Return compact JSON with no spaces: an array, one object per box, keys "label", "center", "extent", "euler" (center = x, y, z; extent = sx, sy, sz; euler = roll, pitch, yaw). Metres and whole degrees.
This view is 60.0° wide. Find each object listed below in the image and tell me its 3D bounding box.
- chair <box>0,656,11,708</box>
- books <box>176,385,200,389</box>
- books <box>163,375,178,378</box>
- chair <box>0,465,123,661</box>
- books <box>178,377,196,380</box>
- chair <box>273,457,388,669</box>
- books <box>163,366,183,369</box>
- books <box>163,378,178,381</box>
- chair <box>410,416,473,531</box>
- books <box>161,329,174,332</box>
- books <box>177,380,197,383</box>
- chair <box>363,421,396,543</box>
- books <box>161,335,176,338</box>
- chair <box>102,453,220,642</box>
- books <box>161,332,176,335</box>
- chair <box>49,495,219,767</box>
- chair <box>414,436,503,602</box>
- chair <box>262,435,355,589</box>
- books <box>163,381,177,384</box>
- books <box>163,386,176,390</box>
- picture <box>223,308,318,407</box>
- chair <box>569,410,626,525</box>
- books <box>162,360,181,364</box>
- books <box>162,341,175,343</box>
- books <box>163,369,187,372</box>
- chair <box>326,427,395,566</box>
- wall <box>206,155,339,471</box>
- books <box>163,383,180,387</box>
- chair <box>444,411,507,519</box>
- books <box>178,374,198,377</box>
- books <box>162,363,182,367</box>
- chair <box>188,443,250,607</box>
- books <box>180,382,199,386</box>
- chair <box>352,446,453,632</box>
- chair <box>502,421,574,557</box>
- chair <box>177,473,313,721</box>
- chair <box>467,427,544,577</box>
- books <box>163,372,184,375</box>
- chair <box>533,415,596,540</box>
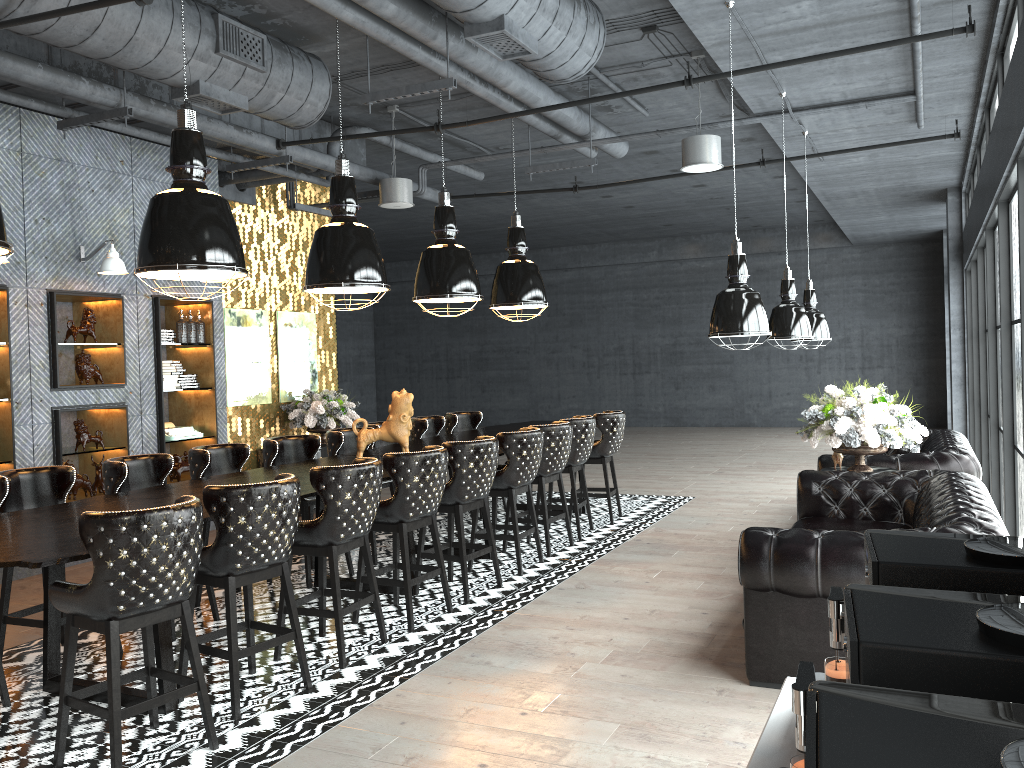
[{"label":"chair","center":[-2.868,1.060,4.327],"extent":[0.568,1.092,0.504],"euler":[-1,1,34]},{"label":"books","center":[-3.300,0.031,8.900],"extent":[0.193,0.028,0.245],"euler":[-1,2,26]},{"label":"books","center":[-3.408,-0.071,8.609],"extent":[0.245,0.028,0.193],"euler":[-1,2,23]},{"label":"chair","center":[-2.644,1.035,5.043],"extent":[0.568,1.092,0.504],"euler":[-1,1,22]},{"label":"books","center":[-3.330,-0.052,8.889],"extent":[0.193,0.028,0.245],"euler":[-1,2,31]},{"label":"chair","center":[-1.002,0.983,5.026],"extent":[0.568,1.092,0.504],"euler":[-1,1,22]},{"label":"books","center":[-3.381,-0.160,8.749],"extent":[0.193,0.028,0.245],"euler":[-2,1,-5]},{"label":"books","center":[-3.408,-0.043,8.610],"extent":[0.245,0.028,0.193],"euler":[-1,2,20]},{"label":"chair","center":[-0.733,0.876,8.871],"extent":[0.568,1.092,0.504],"euler":[-2,1,18]},{"label":"books","center":[-3.453,-0.515,8.628],"extent":[0.193,0.028,0.245],"euler":[-1,2,28]},{"label":"books","center":[-3.319,-0.024,8.886],"extent":[0.193,0.028,0.245],"euler":[-1,2,27]},{"label":"chair","center":[-1.080,0.903,8.243],"extent":[0.568,1.092,0.504],"euler":[-1,1,27]},{"label":"books","center":[-3.438,-0.459,8.634],"extent":[0.193,0.028,0.245],"euler":[-1,2,27]},{"label":"chair","center":[-2.267,1.008,5.623],"extent":[0.568,1.092,0.504],"euler":[-2,1,16]},{"label":"books","center":[-3.443,-0.487,8.647],"extent":[0.193,0.028,0.245],"euler":[-1,2,25]},{"label":"chair","center":[-1.565,1.035,3.699],"extent":[0.568,1.092,0.504],"euler":[-1,1,35]},{"label":"chair","center":[-0.361,0.930,6.288],"extent":[0.568,1.092,0.504],"euler":[-1,1,30]},{"label":"chair","center":[-1.618,0.956,6.847],"extent":[0.568,1.092,0.504],"euler":[-1,1,34]},{"label":"books","center":[-3.415,-0.014,8.614],"extent":[0.245,0.028,0.193],"euler":[-1,2,27]},{"label":"books","center":[-3.425,0.042,8.631],"extent":[0.245,0.028,0.193],"euler":[-1,2,40]},{"label":"picture","center":[-2.763,-0.315,10.300],"extent":[0.022,1.073,1.574],"euler":[-1,1,25]},{"label":"chair","center":[0.868,0.824,8.879],"extent":[0.568,1.092,0.504],"euler":[-2,1,18]},{"label":"books","center":[-3.395,-0.215,8.720],"extent":[0.193,0.028,0.245],"euler":[-2,1,-4]},{"label":"books","center":[-3.445,-0.402,8.638],"extent":[0.193,0.028,0.245],"euler":[-1,2,30]},{"label":"books","center":[-3.345,-0.132,8.723],"extent":[0.193,0.028,0.245],"euler":[-2,1,1]},{"label":"chair","center":[-1.274,0.927,7.526],"extent":[0.568,1.092,0.504],"euler":[-1,1,27]},{"label":"wall","center":[-2.791,-0.705,10.324],"extent":[0.024,4.382,2.445],"euler":[-1,1,25]},{"label":"books","center":[-3.372,0.012,8.627],"extent":[0.193,0.028,0.245],"euler":[-3,2,-44]},{"label":"chair","center":[-0.431,0.849,9.524],"extent":[0.568,1.092,0.504],"euler":[-1,1,34]},{"label":"books","center":[-3.322,-0.081,8.907],"extent":[0.193,0.028,0.245],"euler":[-1,2,24]},{"label":"books","center":[-3.389,-0.187,8.718],"extent":[0.193,0.028,0.245],"euler":[-2,1,5]},{"label":"chair","center":[-1.966,0.982,6.260],"extent":[0.568,1.092,0.504],"euler":[-1,1,20]},{"label":"books","center":[-3.302,0.003,8.899],"extent":[0.193,0.028,0.245],"euler":[-1,2,38]},{"label":"chair","center":[-0.675,0.956,5.649],"extent":[0.568,1.092,0.504],"euler":[-1,1,28]},{"label":"chair","center":[0.250,0.877,7.584],"extent":[0.568,1.092,0.504],"euler":[-1,1,29]},{"label":"chair","center":[-1.317,1.009,4.384],"extent":[0.568,1.092,0.504],"euler":[-1,1,34]},{"label":"chair","center":[-0.020,0.902,6.951],"extent":[0.568,1.092,0.504],"euler":[-1,1,23]},{"label":"books","center":[-3.392,-0.103,8.757],"extent":[0.193,0.028,0.245],"euler":[-2,1,8]},{"label":"chair","center":[0.511,0.852,8.238],"extent":[0.568,1.092,0.504],"euler":[-1,1,19]}]
